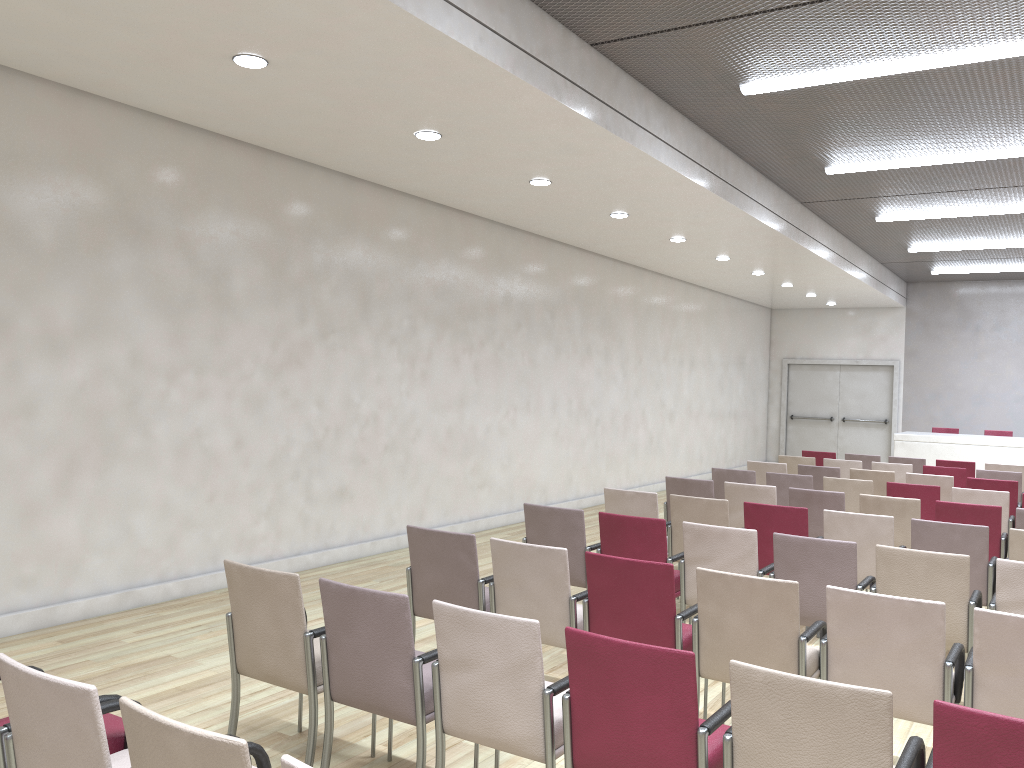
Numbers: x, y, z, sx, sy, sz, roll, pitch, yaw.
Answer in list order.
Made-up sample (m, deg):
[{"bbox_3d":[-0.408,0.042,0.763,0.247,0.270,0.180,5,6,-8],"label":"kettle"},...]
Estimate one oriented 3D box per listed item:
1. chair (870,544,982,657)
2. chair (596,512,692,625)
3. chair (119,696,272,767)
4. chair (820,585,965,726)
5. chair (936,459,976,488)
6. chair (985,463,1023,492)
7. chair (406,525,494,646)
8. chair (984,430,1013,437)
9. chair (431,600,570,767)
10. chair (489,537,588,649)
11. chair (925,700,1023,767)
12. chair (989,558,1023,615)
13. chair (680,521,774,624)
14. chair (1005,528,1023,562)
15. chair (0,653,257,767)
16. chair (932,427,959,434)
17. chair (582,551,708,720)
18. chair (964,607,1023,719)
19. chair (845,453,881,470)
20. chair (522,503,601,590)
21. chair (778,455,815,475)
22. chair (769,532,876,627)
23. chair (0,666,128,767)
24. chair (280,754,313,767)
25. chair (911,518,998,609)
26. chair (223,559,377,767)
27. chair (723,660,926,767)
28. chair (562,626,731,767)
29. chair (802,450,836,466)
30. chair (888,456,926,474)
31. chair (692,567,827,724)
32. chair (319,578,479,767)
[{"bbox_3d":[2.254,1.306,4.830,0.513,0.890,0.640,2,0,32],"label":"chair"},{"bbox_3d":[0.871,1.258,5.705,0.513,0.890,0.640,2,0,31],"label":"chair"},{"bbox_3d":[-0.621,1.213,2.276,0.513,0.890,0.640,2,0,33],"label":"chair"},{"bbox_3d":[1.626,1.286,3.787,0.513,0.890,0.640,2,0,33],"label":"chair"},{"bbox_3d":[5.703,1.412,11.381,0.513,0.890,0.640,2,0,31],"label":"chair"},{"bbox_3d":[6.176,1.428,11.090,0.513,0.890,0.640,2,0,33],"label":"chair"},{"bbox_3d":[-0.246,1.221,4.955,0.513,0.890,0.640,2,0,31],"label":"chair"},{"bbox_3d":[8.550,1.275,15.637,0.513,0.890,0.640,2,0,31],"label":"chair"},{"bbox_3d":[0.042,1.233,3.327,0.513,0.890,0.640,2,0,32],"label":"chair"},{"bbox_3d":[0.217,1.237,4.648,0.513,0.890,0.640,2,0,32],"label":"chair"},{"bbox_3d":[1.430,1.282,2.454,0.513,0.890,0.640,2,0,32],"label":"chair"},{"bbox_3d":[2.741,1.323,4.537,0.513,0.890,0.640,2,0,33],"label":"chair"},{"bbox_3d":[1.344,1.274,5.414,0.513,0.890,0.640,2,0,32],"label":"chair"},{"bbox_3d":[3.387,1.343,5.588,0.513,0.890,0.640,2,0,31],"label":"chair"},{"bbox_3d":[-1.090,1.196,2.573,0.513,0.890,0.640,2,0,32],"label":"chair"},{"bbox_3d":[7.822,1.249,16.091,0.513,0.890,0.640,2,0,31],"label":"chair"},{"bbox_3d":[0.677,1.253,4.358,0.513,0.890,0.640,2,0,32],"label":"chair"},{"bbox_3d":[2.078,1.302,3.492,0.513,0.890,0.640,2,0,32],"label":"chair"},{"bbox_3d":[4.769,1.379,11.960,0.513,0.890,0.640,2,0,32],"label":"chair"},{"bbox_3d":[0.406,1.241,5.994,0.513,0.890,0.640,2,0,32],"label":"chair"},{"bbox_3d":[3.655,1.343,11.215,0.513,0.890,0.640,2,0,31],"label":"chair"},{"bbox_3d":[1.795,1.290,5.112,0.513,0.890,0.640,2,0,32],"label":"chair"},{"bbox_3d":[-1.546,1.180,2.854,0.513,0.890,0.640,2,0,31],"label":"chair"},{"bbox_3d":[-0.152,1.229,1.976,0.513,0.890,0.640,2,0,33],"label":"chair"},{"bbox_3d":[2.915,1.326,5.870,0.513,0.890,0.640,2,0,33],"label":"chair"},{"bbox_3d":[-0.896,1.201,3.901,0.513,0.890,0.640,2,0,33],"label":"chair"},{"bbox_3d":[0.967,1.265,2.735,0.513,0.890,0.640,2,0,32],"label":"chair"},{"bbox_3d":[0.503,1.249,3.030,0.513,0.890,0.640,2,0,33],"label":"chair"},{"bbox_3d":[4.292,1.363,12.256,0.513,0.890,0.640,2,0,32],"label":"chair"},{"bbox_3d":[5.235,1.396,11.683,0.513,0.890,0.640,2,0,33],"label":"chair"},{"bbox_3d":[1.145,1.269,4.074,0.513,0.890,0.640,2,0,31],"label":"chair"},{"bbox_3d":[-0.430,1.217,3.617,0.513,0.890,0.640,2,0,32],"label":"chair"}]
